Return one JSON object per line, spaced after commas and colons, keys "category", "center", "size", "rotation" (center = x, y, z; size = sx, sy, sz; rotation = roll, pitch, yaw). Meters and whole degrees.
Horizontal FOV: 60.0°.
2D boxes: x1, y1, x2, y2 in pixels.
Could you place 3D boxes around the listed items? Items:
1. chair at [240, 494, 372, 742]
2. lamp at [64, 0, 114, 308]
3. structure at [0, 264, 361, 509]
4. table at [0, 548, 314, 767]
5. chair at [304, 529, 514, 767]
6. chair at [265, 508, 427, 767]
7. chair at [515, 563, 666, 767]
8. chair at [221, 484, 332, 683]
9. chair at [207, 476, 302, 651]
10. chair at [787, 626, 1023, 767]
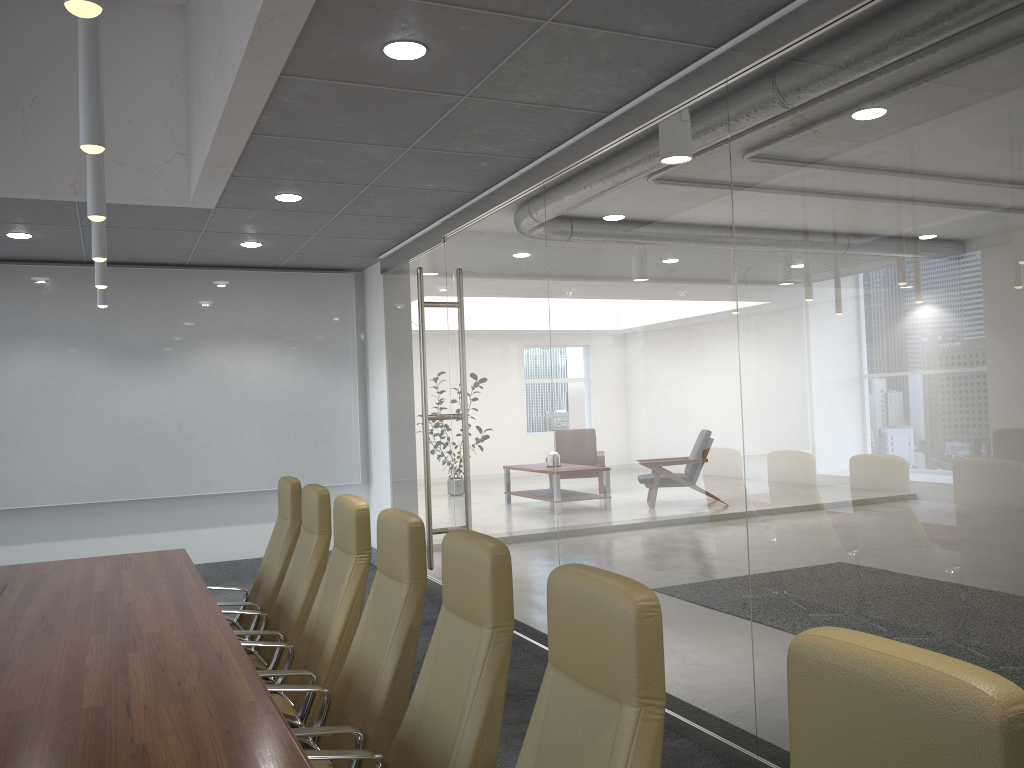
{"category": "chair", "center": [-1.149, 1.251, 4.089], "size": [0.955, 1.406, 0.711], "rotation": [-2, -2, -24]}
{"category": "lamp", "center": [-2.130, -1.850, 2.899], "size": [2.619, 2.378, 7.258], "rotation": [-2, -2, -24]}
{"category": "structure", "center": [-2.019, -0.253, 2.884], "size": [6.600, 2.466, 13.989], "rotation": [-2, -2, -24]}
{"category": "table", "center": [-1.999, 1.507, 2.813], "size": [2.300, 0.895, 6.500], "rotation": [-2, -2, -24]}
{"category": "chair", "center": [-0.491, 1.189, 2.637], "size": [0.955, 1.406, 0.711], "rotation": [-2, -2, -24]}
{"category": "chair", "center": [-0.821, 1.220, 3.365], "size": [0.955, 1.406, 0.711], "rotation": [-2, -2, -24]}
{"category": "chair", "center": [-0.163, 1.157, 1.913], "size": [0.955, 1.406, 0.711], "rotation": [-2, -2, -24]}
{"category": "chair", "center": [-1.483, 1.283, 4.825], "size": [0.955, 1.406, 0.711], "rotation": [-2, -2, -24]}
{"category": "chair", "center": [-1.813, 1.315, 5.553], "size": [0.955, 1.406, 0.711], "rotation": [-2, -2, -24]}
{"category": "chair", "center": [0.235, 1.123, 1.200], "size": [0.955, 1.406, 0.711], "rotation": [-2, -2, -24]}
